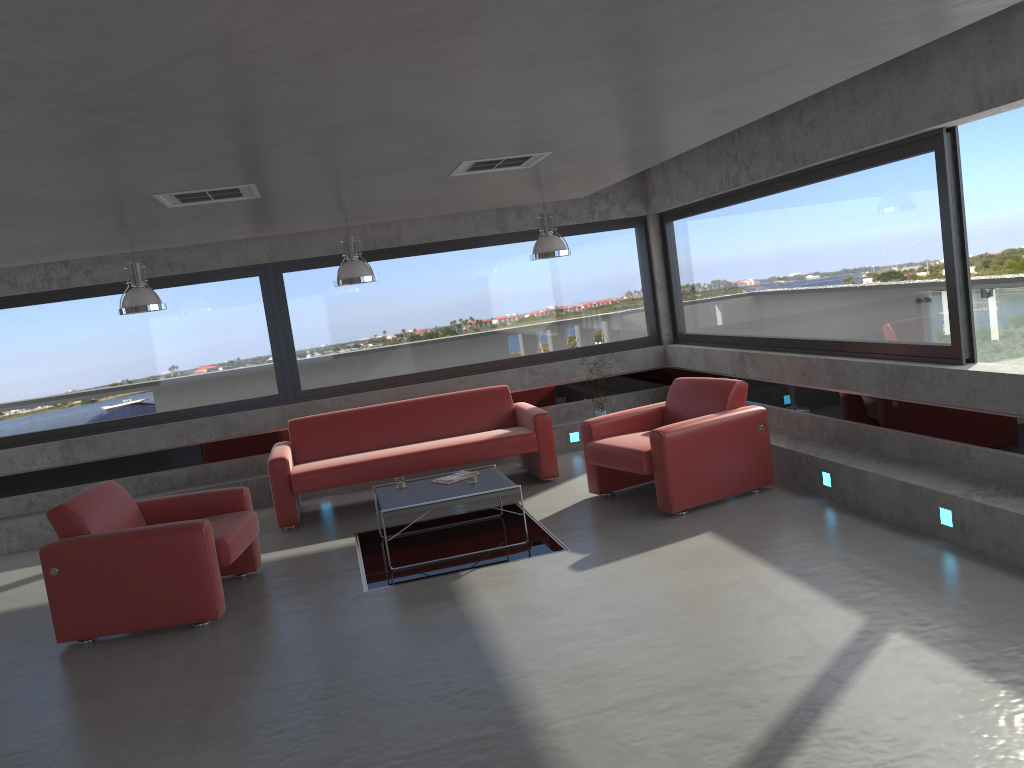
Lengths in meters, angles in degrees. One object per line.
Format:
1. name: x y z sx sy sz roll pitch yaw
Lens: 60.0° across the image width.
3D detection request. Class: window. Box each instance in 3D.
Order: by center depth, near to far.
1. window: 2.333 -1.051 7.890 0.003 1.364 4.583 -9 6 -12
2. window: -2.228 -0.582 9.467 7.800 1.364 0.003 -9 6 -12

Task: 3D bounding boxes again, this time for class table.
1. table: -0.498 0.992 6.789 1.018 0.436 0.994 -9 6 -12

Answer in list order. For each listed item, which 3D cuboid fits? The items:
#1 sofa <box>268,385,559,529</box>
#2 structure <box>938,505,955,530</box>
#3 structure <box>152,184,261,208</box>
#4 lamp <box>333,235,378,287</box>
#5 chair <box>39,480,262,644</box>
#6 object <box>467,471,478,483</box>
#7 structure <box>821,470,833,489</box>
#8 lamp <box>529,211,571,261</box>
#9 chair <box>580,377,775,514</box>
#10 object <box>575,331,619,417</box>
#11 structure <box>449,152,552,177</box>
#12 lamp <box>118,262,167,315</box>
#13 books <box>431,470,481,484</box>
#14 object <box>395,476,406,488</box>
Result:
1. sofa: -0.966 0.623 8.511 2.626 0.854 1.120 -9 6 -12
2. structure: 2.579 0.792 5.267 0.004 0.123 0.123 -9 6 -12
3. structure: -1.831 -1.241 5.314 0.563 0.240 0.563 -9 6 -12
4. lamp: -1.412 -1.099 7.850 0.388 0.422 0.389 -9 6 -12
5. chair: -2.396 1.078 6.112 1.130 0.854 1.196 -8 6 -2
6. object: -0.303 0.715 6.809 0.079 0.077 0.079 -8 6 -4
7. structure: 2.308 0.698 6.499 0.004 0.123 0.123 -9 6 -12
8. lamp: 0.329 -1.380 8.212 0.389 0.422 0.388 -10 7 -22
9. chair: 1.274 0.446 7.231 1.130 0.854 1.196 -11 7 -27
10. object: 0.938 0.089 9.310 0.466 1.289 0.531 -8 6 1
11. structure: -0.101 -1.521 5.674 0.563 0.240 0.563 -9 6 -12
12. lamp: -3.152 -0.817 7.488 0.388 0.422 0.389 -9 6 -12
13. books: -0.446 0.739 7.036 0.326 0.022 0.228 -13 8 -41
14. object: -0.879 0.776 6.993 0.079 0.077 0.079 -11 7 -28
